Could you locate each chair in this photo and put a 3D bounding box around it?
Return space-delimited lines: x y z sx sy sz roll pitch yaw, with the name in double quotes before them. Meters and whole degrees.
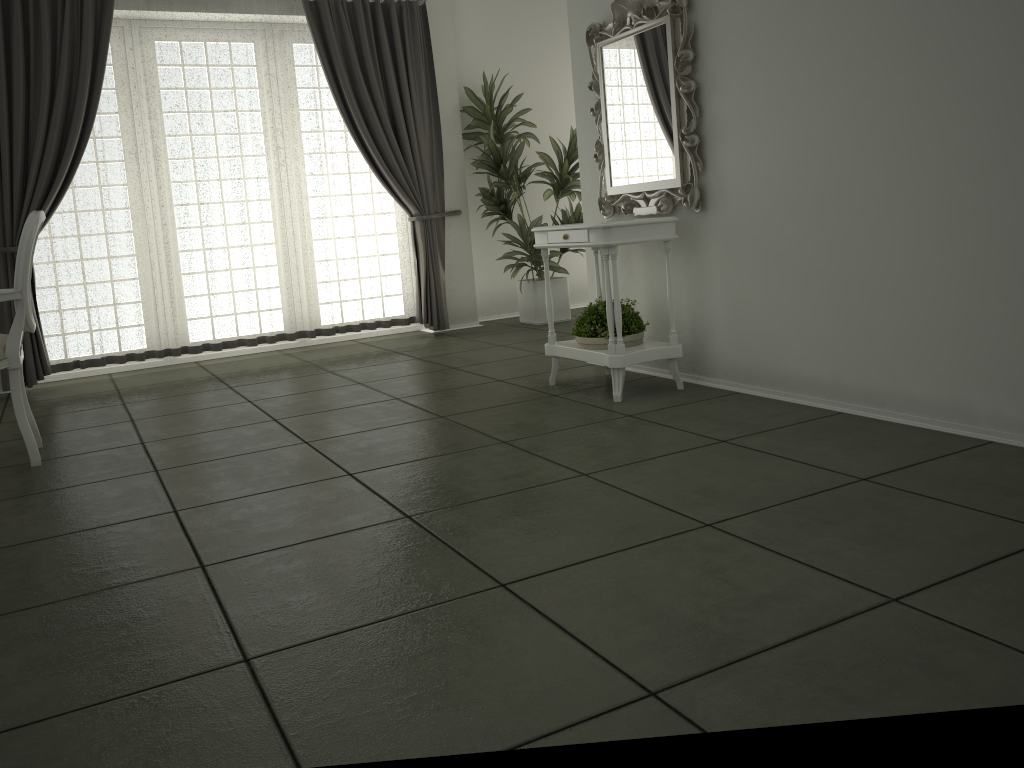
"chair" -2.286 -0.177 3.717 0.693 1.054 0.598 -8 7 -26

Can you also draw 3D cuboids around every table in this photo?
"table" 0.458 -0.382 4.280 0.435 0.798 0.702 -8 8 -26

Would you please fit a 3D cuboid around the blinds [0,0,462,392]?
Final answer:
"blinds" -2.055 -1.463 6.373 3.680 2.580 0.663 -9 7 -27

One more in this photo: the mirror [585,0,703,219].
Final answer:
"mirror" 0.622 -1.428 4.325 0.082 1.198 0.842 -7 7 -26

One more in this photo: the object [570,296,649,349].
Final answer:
"object" 0.472 -0.310 4.292 0.376 0.229 0.348 -10 10 -31

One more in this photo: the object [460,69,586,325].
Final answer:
"object" 0.198 -1.558 7.254 1.163 2.078 1.048 -6 6 -9
